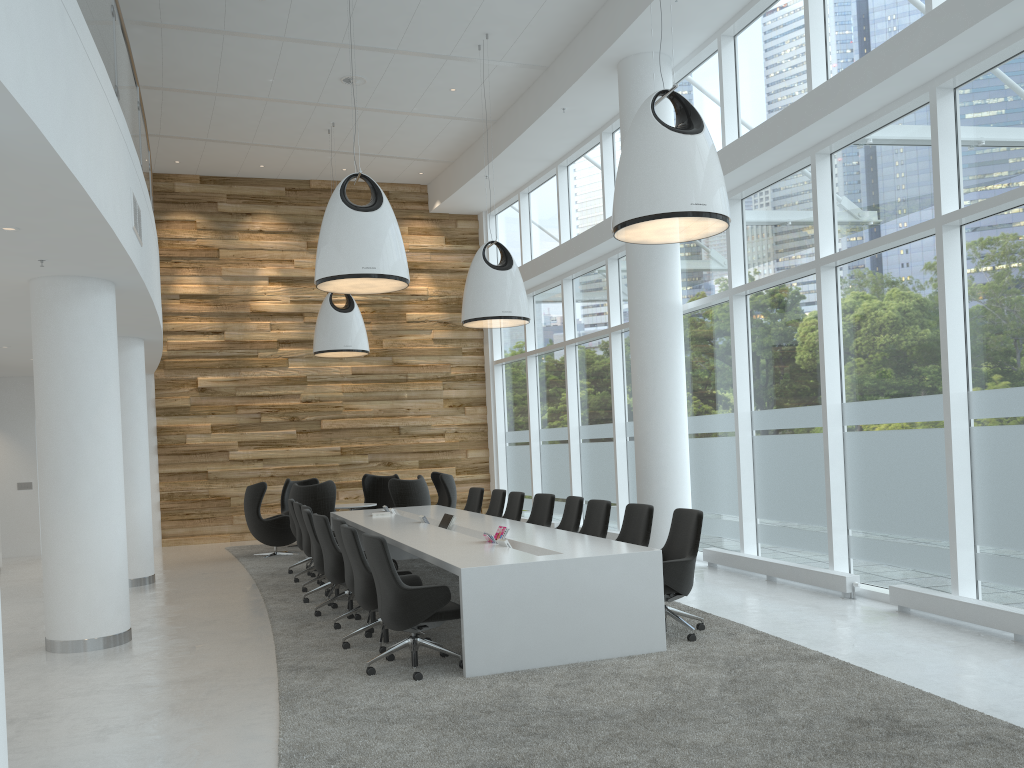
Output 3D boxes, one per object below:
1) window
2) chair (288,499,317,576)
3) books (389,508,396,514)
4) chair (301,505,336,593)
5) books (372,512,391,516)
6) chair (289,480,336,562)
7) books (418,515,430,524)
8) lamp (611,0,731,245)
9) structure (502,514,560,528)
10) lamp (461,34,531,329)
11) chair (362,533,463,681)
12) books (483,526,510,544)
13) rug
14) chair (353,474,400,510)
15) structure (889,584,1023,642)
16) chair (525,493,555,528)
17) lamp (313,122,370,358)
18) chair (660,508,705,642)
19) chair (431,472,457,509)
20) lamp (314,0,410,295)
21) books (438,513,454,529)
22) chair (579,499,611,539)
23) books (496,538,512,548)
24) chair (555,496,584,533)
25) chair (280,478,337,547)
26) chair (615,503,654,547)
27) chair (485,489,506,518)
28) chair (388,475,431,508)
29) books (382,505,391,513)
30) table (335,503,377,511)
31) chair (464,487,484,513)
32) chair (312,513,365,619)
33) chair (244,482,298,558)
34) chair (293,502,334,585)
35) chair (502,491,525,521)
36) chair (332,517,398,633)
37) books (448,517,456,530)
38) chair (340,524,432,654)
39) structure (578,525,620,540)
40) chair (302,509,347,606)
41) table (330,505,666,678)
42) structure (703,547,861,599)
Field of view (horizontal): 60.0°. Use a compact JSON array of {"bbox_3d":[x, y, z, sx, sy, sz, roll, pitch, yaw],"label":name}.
[{"bbox_3d":[-18.357,-0.154,7.914,62.971,6.137,30.836,-4,-4,21],"label":"window"},{"bbox_3d":[-2.576,1.961,11.492,0.673,0.966,0.686,-2,-1,-14],"label":"chair"},{"bbox_3d":[-1.498,1.702,11.386,0.139,0.223,0.162,-2,-1,-19],"label":"books"},{"bbox_3d":[-2.036,1.831,9.952,0.673,0.966,0.687,-2,-1,-19],"label":"chair"},{"bbox_3d":[-1.629,1.623,11.054,0.224,0.026,0.264,-2,-4,-9],"label":"books"},{"bbox_3d":[-2.776,1.975,12.909,0.914,1.152,0.918,-3,-1,1],"label":"chair"},{"bbox_3d":[-0.927,1.554,9.722,0.153,0.238,0.191,-2,-2,-19],"label":"books"},{"bbox_3d":[1.108,-2.964,6.646,0.885,3.646,0.883,-3,0,27],"label":"lamp"},{"bbox_3d":[0.280,2.518,15.919,0.150,0.213,2.696,-2,-4,-23],"label":"structure"},{"bbox_3d":[-0.285,-2.584,11.271,0.885,3.646,0.883,-3,0,24],"label":"lamp"},{"bbox_3d":[-0.710,1.515,6.207,0.673,0.966,0.687,-2,-1,-24],"label":"chair"},{"bbox_3d":[-0.125,1.374,7.586,0.230,0.275,0.598,-3,-3,1],"label":"books"},{"bbox_3d":[-0.921,2.237,9.495,3.936,0.010,13.480,-1,-4,-19],"label":"rug"},{"bbox_3d":[-2.308,2.109,15.191,0.914,1.152,0.918,-3,-1,1],"label":"chair"},{"bbox_3d":[3.599,1.704,6.213,0.150,0.213,2.695,-2,-4,-15],"label":"structure"},{"bbox_3d":[0.171,1.731,9.956,0.673,0.966,0.687,-2,-1,-24],"label":"chair"},{"bbox_3d":[-2.777,-2.283,14.012,0.885,3.646,0.883,-3,0,19],"label":"lamp"},{"bbox_3d":[1.176,1.479,6.940,0.673,0.966,0.686,-2,-1,-14],"label":"chair"},{"bbox_3d":[-1.359,2.017,14.474,0.916,1.152,0.916,-2,-2,-29],"label":"chair"},{"bbox_3d":[-1.479,-2.733,8.298,0.885,3.646,0.883,-3,0,26],"label":"lamp"},{"bbox_3d":[-0.721,1.502,9.417,0.139,0.229,0.357,-2,-3,-19],"label":"books"},{"bbox_3d":[0.636,1.609,8.480,0.673,0.966,0.687,-2,-1,-19],"label":"chair"},{"bbox_3d":[-0.023,1.346,7.098,0.143,0.226,0.204,-2,-2,-20],"label":"books"},{"bbox_3d":[0.446,1.668,9.220,0.673,0.966,0.686,-2,-1,-14],"label":"chair"},{"bbox_3d":[-3.408,2.133,14.807,0.919,1.152,0.913,-3,-2,31],"label":"chair"},{"bbox_3d":[0.913,1.543,7.709,0.673,0.966,0.687,-2,-1,-19],"label":"chair"},{"bbox_3d":[-0.372,1.855,11.408,0.673,0.966,0.687,-2,-1,-19],"label":"chair"},{"bbox_3d":[-1.650,1.948,13.270,0.919,1.152,0.913,-3,-2,31],"label":"chair"},{"bbox_3d":[-1.614,1.722,11.704,0.153,0.241,0.183,-2,-1,-19],"label":"books"},{"bbox_3d":[-2.526,2.263,14.029,0.799,0.696,0.800,-3,-2,6],"label":"table"},{"bbox_3d":[-0.689,1.925,12.225,0.673,0.966,0.687,-2,-1,-24],"label":"chair"},{"bbox_3d":[-1.571,1.709,8.476,0.673,0.966,0.687,-2,-1,-24],"label":"chair"},{"bbox_3d":[-3.637,2.065,13.658,0.916,1.152,0.916,-2,-2,-29],"label":"chair"},{"bbox_3d":[-2.313,1.896,10.723,0.673,0.966,0.687,-2,-1,-19],"label":"chair"},{"bbox_3d":[-0.148,1.791,10.624,0.673,0.966,0.687,-2,-1,-19],"label":"chair"},{"bbox_3d":[-1.251,1.649,7.808,0.673,0.966,0.687,-2,-1,-19],"label":"chair"},{"bbox_3d":[-0.711,1.521,9.440,0.158,0.241,0.353,-2,-3,-19],"label":"books"},{"bbox_3d":[-1.027,1.585,7.024,0.673,0.966,0.687,-2,-1,-19],"label":"chair"},{"bbox_3d":[1.459,2.264,12.986,0.150,0.213,2.696,-2,-4,-21],"label":"structure"},{"bbox_3d":[-1.846,1.772,9.212,0.673,0.966,0.686,-2,-1,-14],"label":"chair"},{"bbox_3d":[-0.682,1.837,9.224,1.499,0.738,6.572,-2,-4,-19],"label":"table"},{"bbox_3d":[2.735,1.952,9.270,0.150,0.213,2.695,-2,-4,-17],"label":"structure"}]
